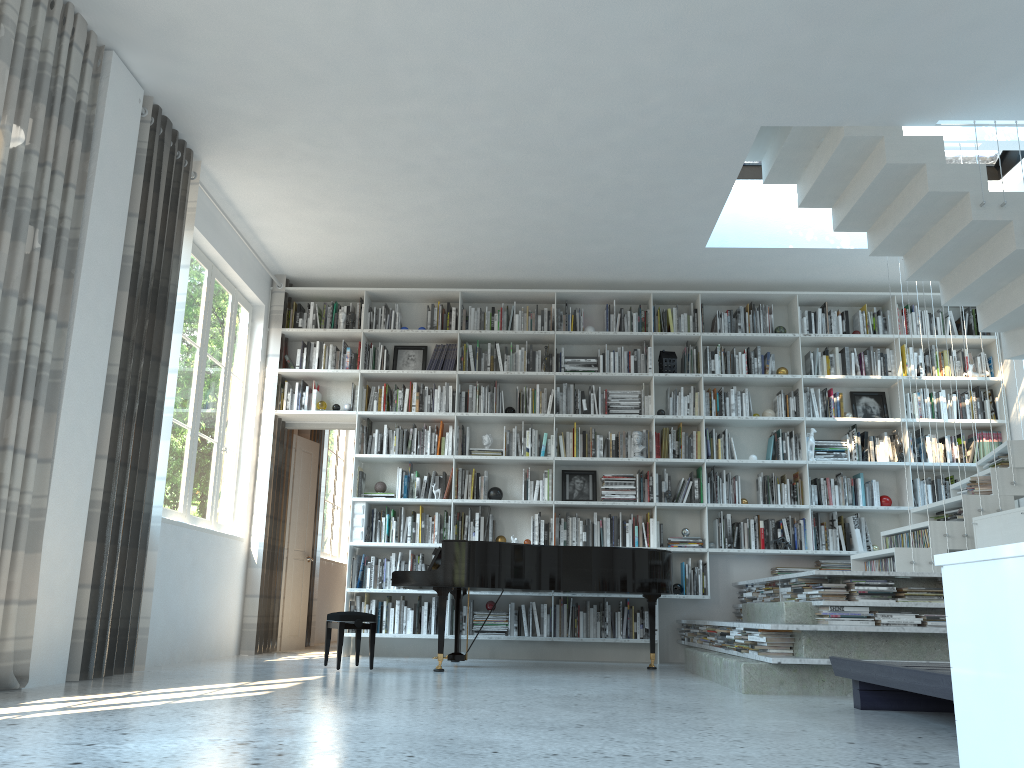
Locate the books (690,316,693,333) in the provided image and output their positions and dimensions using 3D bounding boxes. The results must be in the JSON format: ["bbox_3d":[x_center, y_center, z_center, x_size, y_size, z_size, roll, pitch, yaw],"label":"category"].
[{"bbox_3d":[1.576,-0.485,7.859,0.022,0.193,0.182,1,-14,2],"label":"books"}]

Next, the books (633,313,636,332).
[{"bbox_3d":[1.077,-0.500,7.855,0.023,0.201,0.193,1,-14,2],"label":"books"}]

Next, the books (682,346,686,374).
[{"bbox_3d":[1.504,-0.175,7.762,0.021,0.271,0.191,1,-14,2],"label":"books"}]

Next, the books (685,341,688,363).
[{"bbox_3d":[1.530,-0.200,7.797,0.025,0.338,0.143,1,-14,2],"label":"books"}]

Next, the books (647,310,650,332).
[{"bbox_3d":[1.208,-0.517,7.888,0.022,0.256,0.137,1,-14,2],"label":"books"}]

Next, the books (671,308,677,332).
[{"bbox_3d":[1.439,-0.523,7.883,0.030,0.274,0.152,1,-14,2],"label":"books"}]

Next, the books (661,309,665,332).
[{"bbox_3d":[1.344,-0.520,7.879,0.008,0.261,0.142,1,-14,2],"label":"books"}]

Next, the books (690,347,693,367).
[{"bbox_3d":[1.576,-0.171,7.805,0.013,0.288,0.132,1,-14,2],"label":"books"}]

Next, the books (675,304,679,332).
[{"bbox_3d":[1.459,-0.538,7.869,0.010,0.296,0.168,1,-14,2],"label":"books"}]

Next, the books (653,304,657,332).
[{"bbox_3d":[1.268,-0.540,7.880,0.007,0.297,0.181,1,-14,2],"label":"books"}]

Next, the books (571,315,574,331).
[{"bbox_3d":[0.533,-0.497,7.897,0.023,0.195,0.172,1,-14,2],"label":"books"}]

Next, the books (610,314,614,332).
[{"bbox_3d":[0.885,-0.497,7.896,0.031,0.208,0.147,1,-14,2],"label":"books"}]

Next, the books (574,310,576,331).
[{"bbox_3d":[0.559,-0.521,7.909,0.014,0.247,0.139,1,-14,2],"label":"books"}]

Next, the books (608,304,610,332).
[{"bbox_3d":[0.865,-0.543,7.896,0.011,0.295,0.157,1,-14,2],"label":"books"}]

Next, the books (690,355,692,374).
[{"bbox_3d":[1.557,-0.138,7.779,0.013,0.210,0.140,1,-14,2],"label":"books"}]

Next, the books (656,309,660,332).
[{"bbox_3d":[1.289,-0.516,7.854,0.007,0.238,0.192,1,-14,2],"label":"books"}]

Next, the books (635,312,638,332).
[{"bbox_3d":[1.103,-0.504,7.901,0.026,0.233,0.137,1,-14,2],"label":"books"}]

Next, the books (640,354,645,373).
[{"bbox_3d":[1.137,-0.141,7.780,0.029,0.202,0.192,1,-14,2],"label":"books"}]

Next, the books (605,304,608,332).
[{"bbox_3d":[0.842,-0.543,7.889,0.014,0.291,0.176,1,-14,2],"label":"books"}]

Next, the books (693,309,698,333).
[{"bbox_3d":[1.614,-0.517,7.850,0.029,0.252,0.186,1,-14,2],"label":"books"}]

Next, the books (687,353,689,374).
[{"bbox_3d":[1.534,-0.140,7.782,0.024,0.216,0.169,1,-14,2],"label":"books"}]

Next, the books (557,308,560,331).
[{"bbox_3d":[0.414,-0.530,7.896,0.026,0.252,0.186,1,-14,2],"label":"books"}]

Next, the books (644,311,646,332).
[{"bbox_3d":[1.177,-0.511,7.890,0.014,0.243,0.145,1,-14,2],"label":"books"}]

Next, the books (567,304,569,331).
[{"bbox_3d":[0.496,-0.546,7.912,0.010,0.295,0.153,1,-14,2],"label":"books"}]

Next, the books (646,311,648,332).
[{"bbox_3d":[1.190,-0.510,7.880,0.014,0.238,0.153,1,-14,2],"label":"books"}]

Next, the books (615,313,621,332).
[{"bbox_3d":[0.934,-0.502,7.878,0.050,0.210,0.173,1,-14,2],"label":"books"}]

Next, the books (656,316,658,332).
[{"bbox_3d":[1.278,-0.487,7.873,0.015,0.192,0.160,1,-14,2],"label":"books"}]

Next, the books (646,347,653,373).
[{"bbox_3d":[1.191,-0.171,7.728,0.037,0.236,0.273,1,-14,2],"label":"books"}]

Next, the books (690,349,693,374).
[{"bbox_3d":[1.566,-0.162,7.774,0.005,0.254,0.159,1,-14,2],"label":"books"}]

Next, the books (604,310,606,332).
[{"bbox_3d":[0.829,-0.516,7.900,0.012,0.245,0.151,1,-14,2],"label":"books"}]

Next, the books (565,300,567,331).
[{"bbox_3d":[0.484,-0.566,7.923,0.014,0.340,0.145,1,-14,2],"label":"books"}]

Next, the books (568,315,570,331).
[{"bbox_3d":[0.506,-0.499,7.913,0.011,0.205,0.146,1,-14,2],"label":"books"}]

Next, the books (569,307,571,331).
[{"bbox_3d":[0.517,-0.534,7.894,0.011,0.264,0.164,1,-14,2],"label":"books"}]

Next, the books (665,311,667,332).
[{"bbox_3d":[1.355,-0.510,7.858,0.015,0.233,0.171,1,-14,2],"label":"books"}]

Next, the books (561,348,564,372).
[{"bbox_3d":[0.444,-0.174,7.799,0.021,0.248,0.192,1,-14,2],"label":"books"}]

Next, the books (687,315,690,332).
[{"bbox_3d":[1.553,-0.488,7.868,0.025,0.203,0.162,1,-14,2],"label":"books"}]

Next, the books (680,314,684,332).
[{"bbox_3d":[1.497,-0.492,7.854,0.024,0.201,0.180,1,-14,2],"label":"books"}]

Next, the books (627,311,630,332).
[{"bbox_3d":[1.032,-0.512,7.881,0.023,0.236,0.154,1,-14,2],"label":"books"}]

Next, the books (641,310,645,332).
[{"bbox_3d":[1.155,-0.514,7.881,0.028,0.243,0.161,1,-14,2],"label":"books"}]

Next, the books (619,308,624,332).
[{"bbox_3d":[0.974,-0.525,7.901,0.028,0.269,0.140,1,-14,2],"label":"books"}]

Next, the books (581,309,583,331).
[{"bbox_3d":[0.627,-0.526,7.898,0.011,0.255,0.144,1,-14,2],"label":"books"}]

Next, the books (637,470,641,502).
[{"bbox_3d":[1.083,0.888,7.562,0.011,0.298,0.130,1,-14,2],"label":"books"}]

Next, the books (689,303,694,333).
[{"bbox_3d":[1.596,-0.546,7.891,0.012,0.328,0.129,1,-14,2],"label":"books"}]

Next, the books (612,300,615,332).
[{"bbox_3d":[0.906,-0.562,7.889,0.010,0.330,0.186,1,-14,2],"label":"books"}]

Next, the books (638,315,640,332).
[{"bbox_3d":[1.123,-0.491,7.891,0.014,0.204,0.135,1,-14,2],"label":"books"}]

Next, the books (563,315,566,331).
[{"bbox_3d":[0.463,-0.499,7.894,0.026,0.194,0.167,1,-14,2],"label":"books"}]

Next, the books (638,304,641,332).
[{"bbox_3d":[1.137,-0.543,7.896,0.012,0.307,0.138,1,-14,2],"label":"books"}]

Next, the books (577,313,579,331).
[{"bbox_3d":[0.585,-0.509,7.895,0.016,0.218,0.144,1,-14,2],"label":"books"}]

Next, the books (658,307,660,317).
[{"bbox_3d":[1.303,-0.528,7.884,0.007,0.278,0.150,1,-14,2],"label":"books"}]

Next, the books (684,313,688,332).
[{"bbox_3d":[1.525,-0.498,7.851,0.031,0.212,0.170,1,-14,2],"label":"books"}]

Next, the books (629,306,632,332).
[{"bbox_3d":[1.049,-0.532,7.871,0.010,0.269,0.180,1,-14,2],"label":"books"}]

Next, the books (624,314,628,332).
[{"bbox_3d":[1.004,-0.497,7.874,0.033,0.202,0.167,1,-14,2],"label":"books"}]

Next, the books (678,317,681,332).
[{"bbox_3d":[1.474,-0.482,7.851,0.022,0.179,0.173,1,-14,2],"label":"books"}]

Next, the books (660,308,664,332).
[{"bbox_3d":[1.323,-0.521,7.872,0.034,0.260,0.158,1,-14,2],"label":"books"}]

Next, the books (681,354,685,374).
[{"bbox_3d":[1.497,-0.138,7.787,0.019,0.213,0.156,1,-14,2],"label":"books"}]

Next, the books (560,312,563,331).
[{"bbox_3d":[0.439,-0.512,7.911,0.023,0.227,0.157,1,-14,2],"label":"books"}]

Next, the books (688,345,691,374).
[{"bbox_3d":[1.544,-0.180,7.769,0.021,0.287,0.179,1,-14,2],"label":"books"}]

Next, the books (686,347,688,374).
[{"bbox_3d":[1.520,-0.171,7.774,0.022,0.271,0.182,1,-14,2],"label":"books"}]

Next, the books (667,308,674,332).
[{"bbox_3d":[1.397,-0.519,7.862,0.054,0.254,0.191,1,-14,2],"label":"books"}]

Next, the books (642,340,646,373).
[{"bbox_3d":[1.159,-0.202,7.803,0.012,0.333,0.156,1,-14,2],"label":"books"}]
